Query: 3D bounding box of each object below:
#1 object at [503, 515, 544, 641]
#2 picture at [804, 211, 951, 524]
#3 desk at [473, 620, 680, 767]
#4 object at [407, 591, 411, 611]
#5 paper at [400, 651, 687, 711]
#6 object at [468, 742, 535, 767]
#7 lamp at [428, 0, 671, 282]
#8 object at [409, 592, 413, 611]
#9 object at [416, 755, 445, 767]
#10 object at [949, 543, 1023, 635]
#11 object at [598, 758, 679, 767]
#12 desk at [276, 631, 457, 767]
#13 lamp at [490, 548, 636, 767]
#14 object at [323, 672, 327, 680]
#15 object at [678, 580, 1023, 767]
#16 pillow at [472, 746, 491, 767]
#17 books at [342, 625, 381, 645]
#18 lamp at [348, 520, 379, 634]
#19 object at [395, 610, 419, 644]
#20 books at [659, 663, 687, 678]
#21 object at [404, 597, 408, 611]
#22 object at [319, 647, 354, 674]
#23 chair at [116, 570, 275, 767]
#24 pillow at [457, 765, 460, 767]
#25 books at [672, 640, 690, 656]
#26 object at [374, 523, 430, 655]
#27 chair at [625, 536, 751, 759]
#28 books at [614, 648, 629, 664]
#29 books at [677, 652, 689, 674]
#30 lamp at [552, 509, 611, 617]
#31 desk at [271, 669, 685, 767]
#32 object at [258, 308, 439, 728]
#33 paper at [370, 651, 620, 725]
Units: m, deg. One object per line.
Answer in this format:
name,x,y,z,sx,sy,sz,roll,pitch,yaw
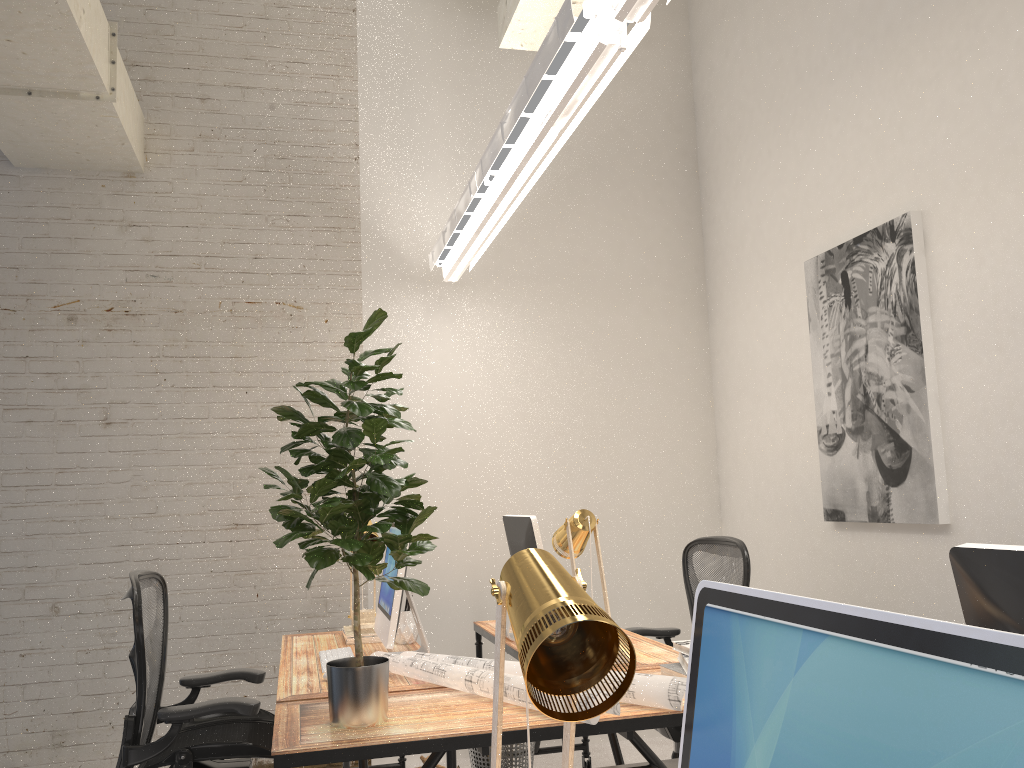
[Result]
object,0.044,0.775,3.584,0.189,0.484,0.484,-1,-7,-14
picture,1.475,-0.024,3.665,0.049,1.181,0.732,-1,-7,-14
desk,0.254,1.354,3.424,0.529,0.723,1.403,-1,-7,-14
object,-0.413,0.922,3.518,0.008,0.207,0.054,2,-8,-31
paper,0.036,0.846,2.588,1.135,0.082,0.083,-9,-9,40
object,-0.044,1.562,3.805,0.353,0.434,0.359,0,-7,-17
lamp,0.500,-2.381,1.097,0.226,2.859,7.315,-1,-7,-14
object,-0.415,0.926,3.542,0.054,0.207,0.008,1,-7,-27
object,-0.261,1.441,2.813,0.353,0.434,0.359,0,-7,-17
object,0.703,0.433,1.001,0.189,0.484,0.484,-1,-7,-14
object,0.390,1.381,2.600,0.544,0.454,0.221,0,-7,-14
desk,-0.570,1.360,3.228,0.529,0.723,1.403,-1,-7,-14
lamp,0.046,0.442,1.091,0.127,0.469,0.345,-1,-7,-14
object,-0.550,0.928,2.833,0.106,0.029,0.059,-1,-7,-13
object,0.251,0.401,0.622,0.189,0.484,0.484,-1,-7,-14
pillow,-0.121,1.577,3.789,0.119,0.406,0.240,-1,-7,-13
books,-0.588,1.038,3.701,0.225,0.038,0.309,0,-8,-14
lamp,-0.614,0.783,3.674,0.126,0.469,0.345,-1,-7,-14
object,-0.422,0.966,3.525,0.101,0.126,0.101,-6,-8,31
books,0.566,0.833,2.508,0.200,0.050,0.272,0,-8,-16
object,-0.428,0.926,3.543,0.008,0.207,0.054,-8,-9,41
object,-0.620,0.979,3.150,0.118,0.017,0.439,0,-8,-14
chair,-1.024,1.175,3.039,0.792,1.084,0.771,2,-8,-30
pillow,-0.183,1.453,2.826,0.119,0.406,0.240,-1,-7,-13
books,0.567,0.757,2.534,0.153,0.030,0.185,0,-8,-16
object,-0.407,0.743,3.205,0.189,0.484,0.484,-1,-7,-14
chair,0.694,1.188,3.653,0.792,1.084,0.771,2,-8,-30
books,0.242,0.919,3.038,0.225,0.038,0.309,0,-8,-14
books,0.583,0.788,2.533,0.193,0.044,0.258,-3,-7,3
lamp,0.247,0.677,3.122,0.126,0.469,0.345,-1,-7,-14
desk,0.077,1.226,2.390,1.401,0.723,0.530,0,-7,-14
object,-0.432,0.335,2.350,0.439,1.075,0.514,1,-7,-23
paper,-0.127,0.847,2.549,0.083,0.082,1.136,3,-9,-39
